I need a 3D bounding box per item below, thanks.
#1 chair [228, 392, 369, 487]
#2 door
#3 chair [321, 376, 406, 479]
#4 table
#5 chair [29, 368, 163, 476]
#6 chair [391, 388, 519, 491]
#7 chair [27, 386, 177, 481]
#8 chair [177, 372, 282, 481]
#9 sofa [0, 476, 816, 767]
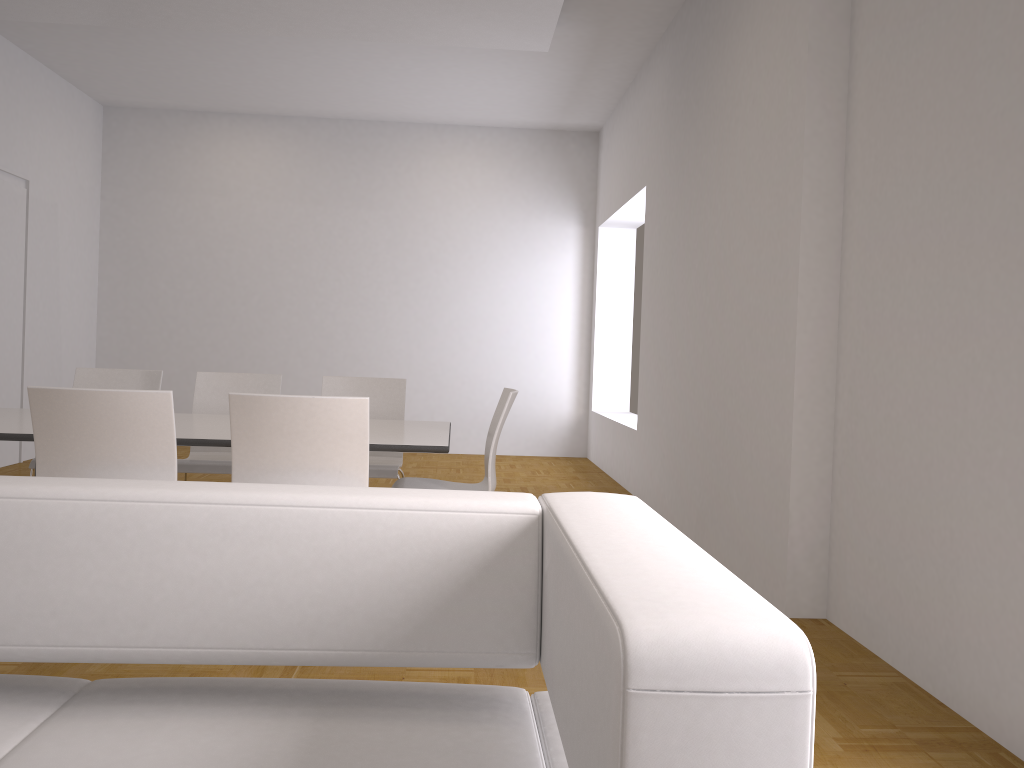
[{"bbox_3d":[-0.756,0.493,3.268,0.561,0.931,0.575,2,1,-4],"label":"chair"},{"bbox_3d":[-4.187,-0.533,7.218,0.132,2.452,0.872,2,1,-4],"label":"door"},{"bbox_3d":[-0.842,0.436,4.822,0.561,0.931,0.575,2,1,-4],"label":"chair"},{"bbox_3d":[-1.498,0.541,4.002,2.410,0.722,1.211,2,2,-4],"label":"table"},{"bbox_3d":[-2.200,0.390,4.735,0.561,0.931,0.575,2,1,-4],"label":"chair"},{"bbox_3d":[-0.275,0.483,4.062,0.575,0.931,0.561,2,1,-4],"label":"chair"},{"bbox_3d":[-1.415,0.470,3.225,0.561,0.931,0.575,2,1,-4],"label":"chair"},{"bbox_3d":[-1.541,0.412,4.777,0.561,0.931,0.575,2,1,-4],"label":"chair"},{"bbox_3d":[-1.068,0.583,1.105,2.622,0.848,0.823,2,1,-4],"label":"sofa"}]
